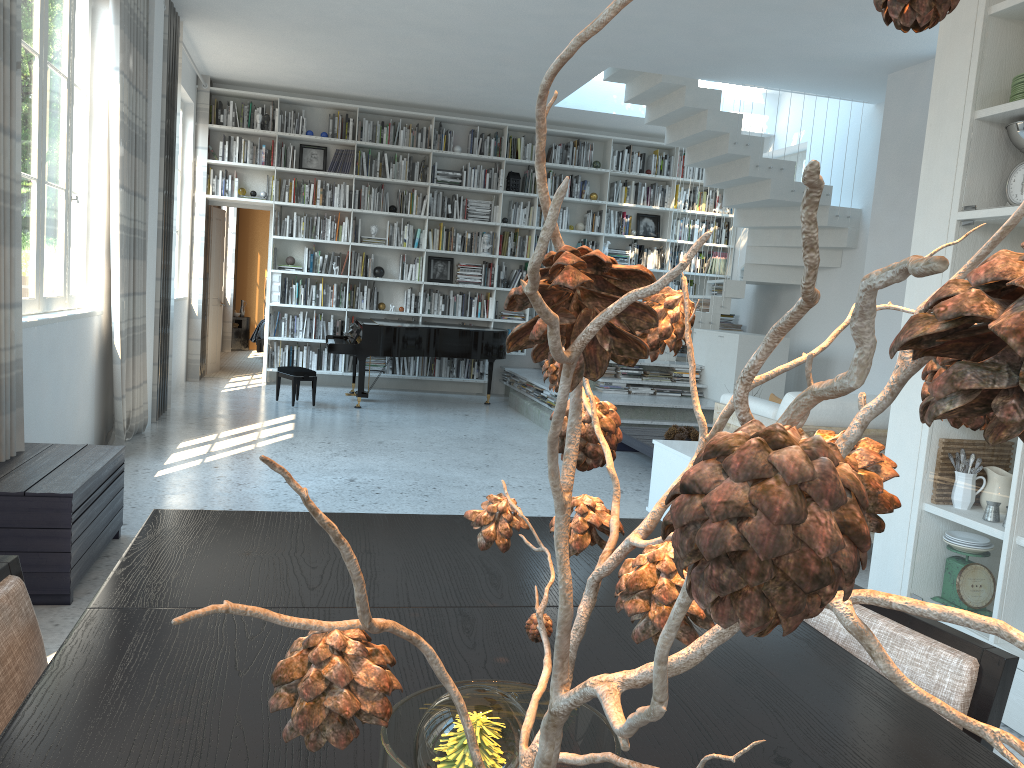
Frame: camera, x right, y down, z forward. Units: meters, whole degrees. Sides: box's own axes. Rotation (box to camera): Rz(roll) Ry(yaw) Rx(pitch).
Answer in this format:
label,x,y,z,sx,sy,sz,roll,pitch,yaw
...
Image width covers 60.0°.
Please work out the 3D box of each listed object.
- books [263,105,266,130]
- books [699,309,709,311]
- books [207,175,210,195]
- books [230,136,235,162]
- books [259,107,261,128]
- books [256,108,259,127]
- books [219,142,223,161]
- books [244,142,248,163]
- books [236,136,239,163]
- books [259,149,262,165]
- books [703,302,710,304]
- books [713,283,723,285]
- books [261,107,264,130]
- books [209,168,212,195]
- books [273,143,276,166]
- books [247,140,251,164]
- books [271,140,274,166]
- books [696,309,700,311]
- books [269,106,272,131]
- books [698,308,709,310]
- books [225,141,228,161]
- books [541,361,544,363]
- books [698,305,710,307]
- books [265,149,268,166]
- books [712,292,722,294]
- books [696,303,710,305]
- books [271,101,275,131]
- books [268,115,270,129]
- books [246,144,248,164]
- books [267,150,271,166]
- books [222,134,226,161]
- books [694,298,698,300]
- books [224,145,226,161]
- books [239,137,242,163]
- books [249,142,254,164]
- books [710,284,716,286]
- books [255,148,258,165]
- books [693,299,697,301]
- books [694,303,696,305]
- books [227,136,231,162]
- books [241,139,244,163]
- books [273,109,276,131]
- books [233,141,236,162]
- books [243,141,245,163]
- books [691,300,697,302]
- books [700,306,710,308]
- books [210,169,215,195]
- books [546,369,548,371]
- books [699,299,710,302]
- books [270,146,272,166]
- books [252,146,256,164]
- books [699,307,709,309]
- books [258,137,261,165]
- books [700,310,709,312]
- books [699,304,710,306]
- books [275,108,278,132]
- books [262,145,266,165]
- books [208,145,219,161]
label,x,y,z,sx,sy,sz,roll,pitch,yaw
books,-2.702,-2.887,9.687,0.013,0.292,0.154,3,7,-13
books,2.118,-0.786,9.474,0.215,0.013,0.189,7,6,19
books,-3.292,-2.152,9.635,0.013,0.222,0.162,3,6,-13
books,-3.043,-2.538,9.654,0.028,0.288,0.132,3,7,-13
books,-2.745,-2.870,9.670,0.021,0.254,0.179,3,6,-13
books,-2.766,-2.865,9.656,0.025,0.244,0.167,3,6,-13
books,-3.154,-2.508,9.627,0.034,0.218,0.166,3,6,-13
books,-2.904,-2.507,9.674,0.021,0.244,0.173,3,6,-13
books,-2.981,-2.531,9.642,0.021,0.286,0.178,3,6,-13
books,-2.753,-2.470,9.729,0.031,0.183,0.151,3,6,-13
books,2.124,-0.864,9.466,0.184,0.016,0.179,6,6,15
books,2.354,-1.119,9.980,0.165,0.014,0.235,5,6,4
books,-2.720,-2.871,9.672,0.027,0.259,0.146,3,7,-13
books,-3.281,-2.194,9.655,0.013,0.303,0.135,3,7,-13
books,-2.610,-2.506,9.767,0.037,0.269,0.113,3,7,-13
books,-2.870,-2.513,9.679,0.025,0.261,0.166,3,6,-13
books,-2.630,-2.518,9.744,0.014,0.294,0.172,3,7,-13
books,2.127,-0.810,9.749,0.184,0.016,0.128,4,6,-6
books,-2.634,-2.880,9.695,0.022,0.287,0.175,3,6,-13
books,2.122,-0.796,9.483,0.254,0.007,0.188,6,6,14
books,-3.089,-2.509,9.630,0.023,0.228,0.171,3,6,-13
books,0.442,-0.263,10.715,0.152,0.015,0.207,4,6,-8
books,2.116,-0.826,9.454,0.295,0.006,0.146,7,6,21
books,-2.696,-2.474,9.748,0.029,0.196,0.146,3,6,-13
books,2.304,-0.993,9.697,0.182,0.013,0.287,5,6,1
books,2.117,-0.844,9.452,0.295,0.007,0.146,6,6,17
books,-2.613,-2.904,9.691,0.014,0.338,0.167,3,7,-13
books,-2.662,-2.831,9.695,0.028,0.185,0.167,3,6,-13
books,-2.895,-2.503,9.707,0.011,0.231,0.135,3,7,-13
books,-2.666,-2.467,9.741,0.026,0.188,0.154,3,6,-13
books,-3.129,-2.547,9.630,0.011,0.297,0.162,3,7,-13
books,2.159,-0.952,9.987,0.157,0.014,0.180,3,6,-15
books,-3.118,-2.495,9.651,0.024,0.192,0.138,3,6,-13
books,-2.957,-2.535,9.667,0.037,0.292,0.155,3,7,-13
books,-2.843,-2.507,9.685,0.030,0.251,0.165,3,6,-13
books,2.343,-1.106,9.982,0.190,0.015,0.230,5,6,1
books,-2.795,-2.480,9.727,0.029,0.198,0.143,3,6,-13
books,2.155,-0.938,9.988,0.157,0.014,0.180,3,6,-17
books,2.163,-0.894,9.996,0.143,0.019,0.230,3,6,-14
books,-3.063,-2.534,9.627,0.023,0.283,0.185,3,6,-13
books,-2.931,-2.521,9.666,0.013,0.269,0.161,3,7,-13
books,-2.599,-2.865,9.706,0.025,0.260,0.138,3,7,-13
books,-3.020,-2.512,9.662,0.024,0.239,0.155,3,6,-13
books,-2.920,-2.510,9.669,0.012,0.249,0.191,3,6,-13
books,2.144,-0.926,9.987,0.173,0.011,0.203,3,6,-18
books,2.115,-0.816,9.455,0.214,0.015,0.138,6,6,14
books,-3.259,-2.180,9.639,0.023,0.282,0.170,3,6,-13
books,0.491,-0.158,10.418,0.187,0.009,0.260,3,6,-10
books,2.124,-0.889,9.457,0.233,0.025,0.157,7,6,24
books,-2.649,-2.491,9.756,0.014,0.236,0.143,3,6,-13
books,-2.820,-2.488,9.712,0.028,0.212,0.138,3,6,-13
books,2.118,-0.804,9.470,0.221,0.011,0.180,6,6,18
books,-2.766,-2.529,9.702,0.012,0.304,0.188,3,6,-13
books,2.119,-0.774,9.481,0.205,0.012,0.183,6,6,14
books,2.121,-0.836,9.468,0.231,0.011,0.171,7,6,23
books,-2.566,-2.856,9.676,0.024,0.252,0.234,3,6,-13
books,-2.717,-2.489,9.712,0.029,0.229,0.191,3,6,-13
books,-3.233,-2.493,9.622,0.121,0.176,0.129,3,6,-13
